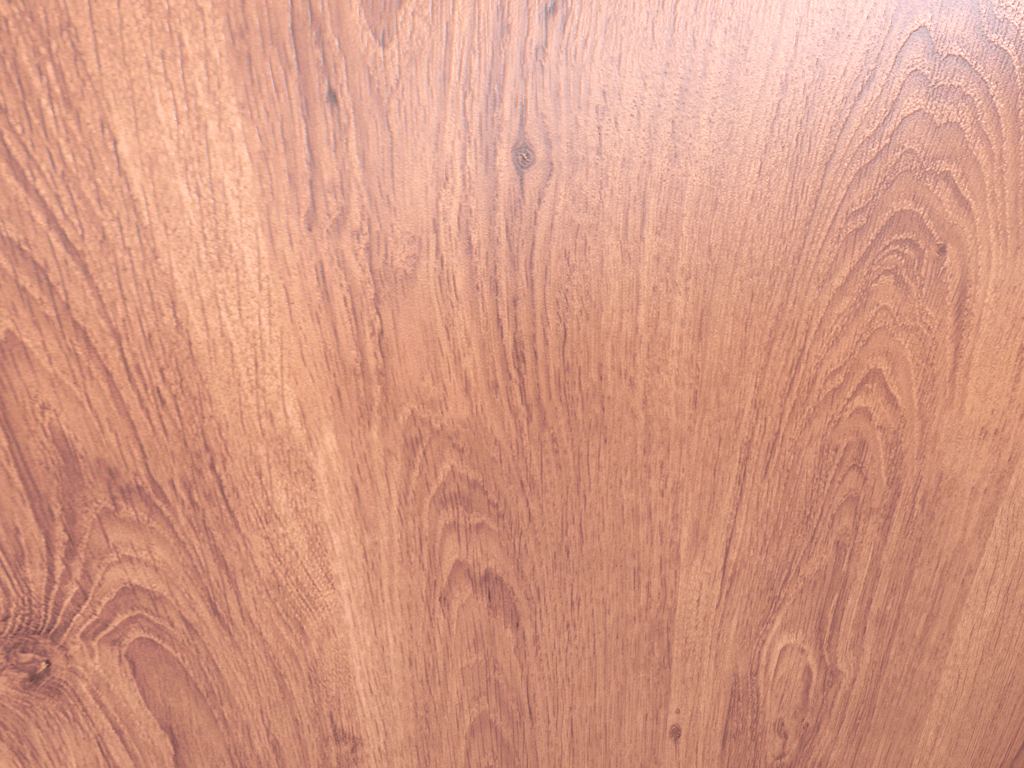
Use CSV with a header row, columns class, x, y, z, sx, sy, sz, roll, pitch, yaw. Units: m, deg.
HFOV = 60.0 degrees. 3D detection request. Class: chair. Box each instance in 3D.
class,x,y,z,sx,sy,sz,roll,pitch,yaw
chair,0.047,0.241,0.054,0.428,0.693,0.381,-1,17,-19
